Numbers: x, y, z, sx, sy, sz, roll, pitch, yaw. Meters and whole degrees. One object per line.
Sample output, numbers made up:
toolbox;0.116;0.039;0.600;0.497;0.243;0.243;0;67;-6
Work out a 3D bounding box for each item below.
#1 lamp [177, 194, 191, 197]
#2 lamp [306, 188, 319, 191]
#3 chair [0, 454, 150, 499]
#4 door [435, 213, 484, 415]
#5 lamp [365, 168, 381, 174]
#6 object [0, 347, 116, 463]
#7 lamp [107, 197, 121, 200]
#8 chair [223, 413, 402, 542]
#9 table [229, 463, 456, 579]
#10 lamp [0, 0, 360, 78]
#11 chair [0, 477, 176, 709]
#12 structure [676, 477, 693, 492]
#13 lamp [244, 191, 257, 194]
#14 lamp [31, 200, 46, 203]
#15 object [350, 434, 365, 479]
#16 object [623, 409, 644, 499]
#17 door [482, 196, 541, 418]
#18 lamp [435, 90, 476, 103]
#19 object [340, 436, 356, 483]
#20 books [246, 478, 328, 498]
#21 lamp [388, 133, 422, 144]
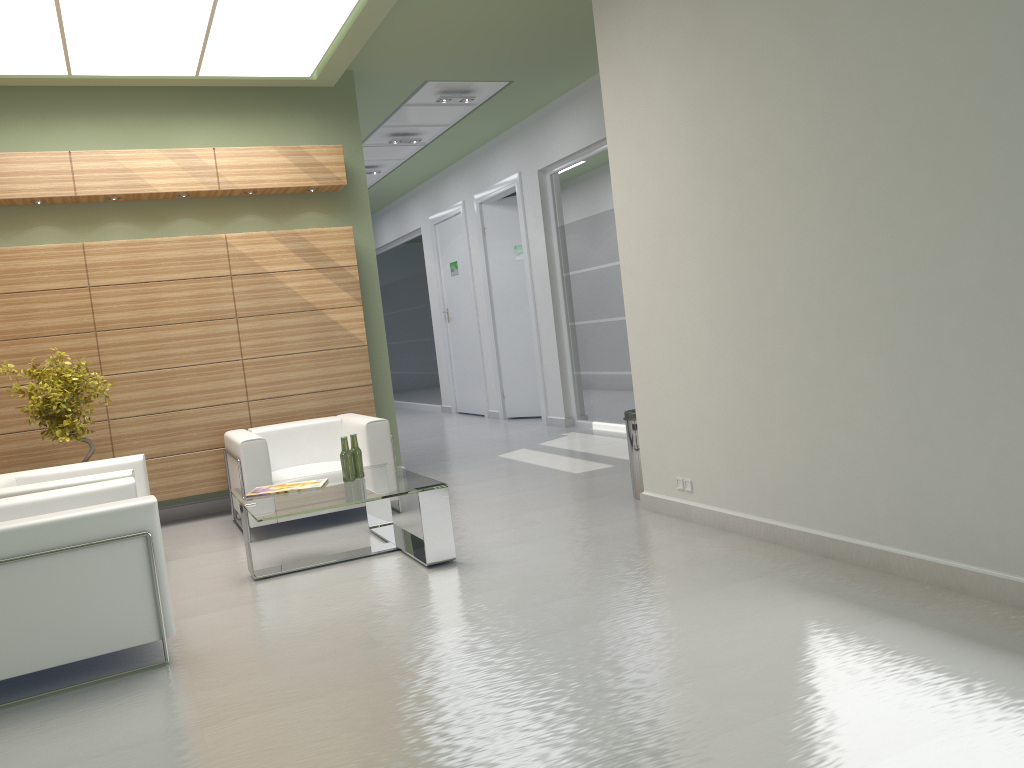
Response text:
lamp;-4.562;-2.644;12.317;0.181;0.074;0.181;-9;4;-29
lamp;-2.937;-2.876;13.027;0.181;0.074;0.181;-9;4;-29
chair;-4.649;1.528;9.075;1.769;1.234;1.894;-8;4;-18
door;-1.379;-1.743;23.047;0.250;5.083;2.089;-8;4;-23
lamp;-3.508;-5.136;21.334;0.657;0.159;0.286;-8;4;-23
object;-5.345;0.834;10.545;1.116;2.565;1.201;-4;4;35
lamp;-5.371;-2.528;11.963;0.181;0.074;0.181;-5;4;27
chair;-2.635;1.138;11.529;1.894;1.234;1.802;-8;4;-23
table;-1.813;1.421;9.090;1.783;0.742;2.197;-8;4;-23
lamp;-3.890;-4.121;9.175;4.571;0.325;5.060;-8;4;-23
chair;-3.729;1.558;6.940;1.802;1.234;1.894;-9;4;-28
structure;1.763;1.028;9.087;0.017;0.118;0.262;-8;4;-23
lamp;-3.741;-2.761;12.675;0.181;0.074;0.181;-5;4;27
lamp;-6.198;-2.409;11.601;0.181;0.074;0.181;-9;4;-29
object;-1.658;0.767;9.423;0.131;0.475;0.131;-4;4;31
object;1.601;0.814;10.470;0.482;1.027;0.483;-4;5;38
door;0.441;-1.780;20.345;2.089;5.083;0.134;-4;5;36
lamp;-0.998;-5.060;15.621;0.657;0.159;0.286;-8;4;-23
object;-1.727;0.785;9.261;0.131;0.475;0.131;-4;4;31
books;-2.332;1.083;9.241;0.762;0.025;0.508;-7;4;-3
lamp;-2.225;-5.097;18.415;0.657;0.159;0.286;-8;4;-23
